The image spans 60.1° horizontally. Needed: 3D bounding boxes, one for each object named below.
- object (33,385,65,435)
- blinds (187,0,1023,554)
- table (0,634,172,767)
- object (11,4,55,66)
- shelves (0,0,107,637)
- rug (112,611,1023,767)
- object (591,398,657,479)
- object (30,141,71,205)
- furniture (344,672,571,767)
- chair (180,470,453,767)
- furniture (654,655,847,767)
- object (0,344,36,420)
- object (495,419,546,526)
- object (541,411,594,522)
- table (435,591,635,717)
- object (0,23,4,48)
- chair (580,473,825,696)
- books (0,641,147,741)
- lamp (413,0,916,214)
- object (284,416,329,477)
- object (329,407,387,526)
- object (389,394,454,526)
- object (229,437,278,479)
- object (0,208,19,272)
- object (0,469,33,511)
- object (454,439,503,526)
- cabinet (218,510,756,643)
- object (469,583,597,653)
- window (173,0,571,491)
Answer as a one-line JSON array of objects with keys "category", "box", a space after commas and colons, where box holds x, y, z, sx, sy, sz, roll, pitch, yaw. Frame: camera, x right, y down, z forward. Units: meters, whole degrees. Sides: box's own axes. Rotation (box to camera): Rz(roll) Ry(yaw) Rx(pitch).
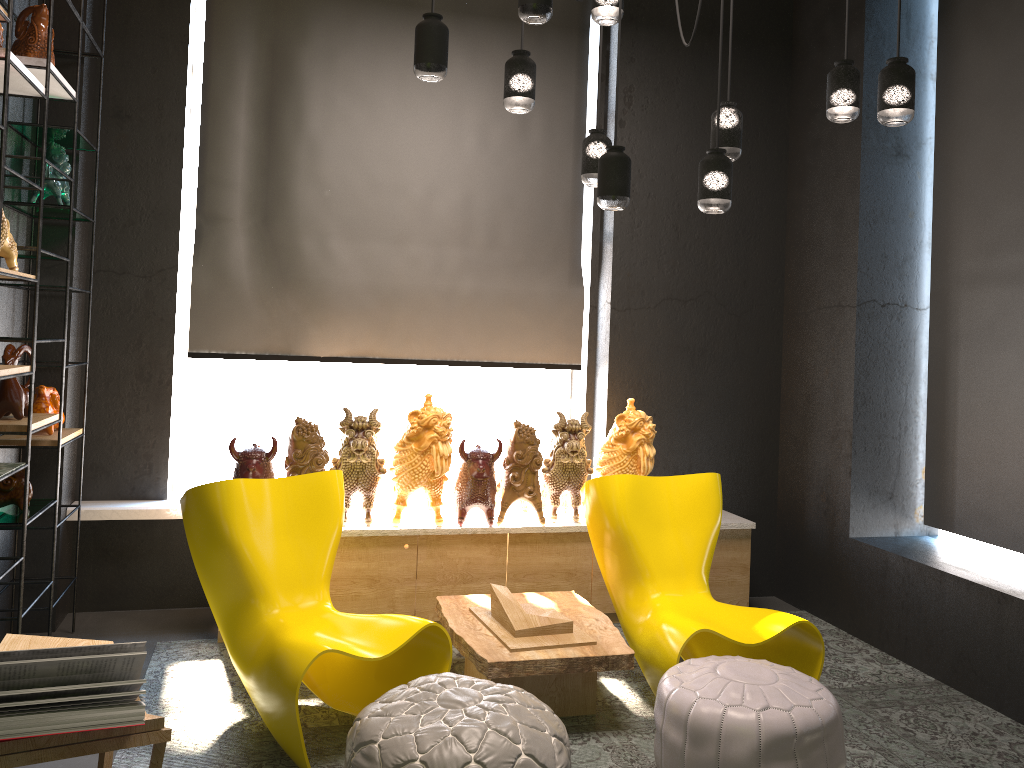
[{"category": "object", "box": [-2.085, 0.109, 3.960, 0.138, 0.222, 0.278, 2, 1, -15]}, {"category": "blinds", "box": [-3.029, -1.073, 3.798, 12.714, 3.314, 3.522, 2, 1, 5]}, {"category": "table", "box": [-1.053, 1.005, 2.070, 0.496, 0.619, 0.734, 2, 1, -15]}, {"category": "object", "box": [-1.885, -1.343, 3.476, 0.254, 0.250, 0.126, 3, 0, 45]}, {"category": "shelves", "box": [-1.724, -0.703, 2.737, 0.274, 3.911, 2.994, 3, 0, -15]}, {"category": "rug", "box": [0.388, 1.299, 3.487, 3.593, 0.010, 2.192, 1, 3, -15]}, {"category": "object", "box": [0.568, 0.396, 4.718, 0.307, 0.655, 0.469, 2, 0, -10]}, {"category": "object", "box": [-2.044, -0.937, 3.942, 0.152, 0.332, 0.289, 3, 0, -23]}, {"category": "furniture", "box": [-0.159, 1.125, 2.664, 0.679, 0.383, 0.680, 2, 2, -15]}, {"category": "chair", "box": [-0.823, 0.813, 3.394, 1.071, 0.897, 0.657, 3, 1, 45]}, {"category": "furniture", "box": [0.777, 1.158, 2.922, 0.614, 0.420, 0.610, 2, 2, -21]}, {"category": "object", "box": [-1.938, -0.010, 3.444, 0.114, 0.290, 0.249, 2, 0, -15]}, {"category": "object", "box": [0.035, 0.442, 4.617, 0.249, 0.546, 0.475, 2, 0, -8]}, {"category": "object", "box": [0.255, 0.422, 4.646, 0.271, 0.580, 0.430, 3, 0, -22]}, {"category": "table", "box": [0.075, 1.131, 3.623, 0.693, 0.309, 0.830, 2, 2, -16]}, {"category": "object", "box": [-1.768, -1.181, 3.012, 0.107, 0.210, 0.233, 2, 1, 2]}, {"category": "chair", "box": [0.720, 0.854, 3.805, 0.657, 0.897, 1.070, 2, 1, -20]}, {"category": "books", "box": [-1.064, 0.662, 2.005, 0.400, 0.233, 0.482, 1, 2, -28]}, {"category": "lamp", "box": [0.775, -1.721, 2.316, 2.847, 2.275, 2.673, 3, 1, 29]}, {"category": "object", "box": [-0.998, 0.415, 4.336, 0.249, 0.546, 0.475, 2, 0, -8]}, {"category": "object", "box": [-0.778, 0.395, 4.365, 0.271, 0.580, 0.430, 3, 0, -22]}, {"category": "object", "box": [-0.465, 0.369, 4.438, 0.307, 0.655, 0.469, 2, 0, -10]}, {"category": "object", "box": [-1.225, 0.451, 4.225, 0.219, 0.441, 0.463, 2, 1, -10]}, {"category": "object", "box": [-1.771, -0.553, 2.978, 0.175, 0.352, 0.369, 2, 1, -10]}, {"category": "object", "box": [-1.979, 0.407, 3.437, 0.210, 0.169, 0.105, 2, 0, -16]}, {"category": "object", "box": [-0.192, 0.479, 4.506, 0.219, 0.441, 0.463, 2, 1, -10]}, {"category": "cabinet", "box": [-0.070, 0.965, 4.579, 2.728, 0.531, 0.404, 2, 0, -15]}, {"category": "object", "box": [0.073, 0.910, 3.568, 0.350, 0.136, 0.520, 1, 3, -20]}, {"category": "window", "box": [-0.707, -0.957, 5.213, 2.307, 3.171, 0.051, 2, -1, -15]}]
